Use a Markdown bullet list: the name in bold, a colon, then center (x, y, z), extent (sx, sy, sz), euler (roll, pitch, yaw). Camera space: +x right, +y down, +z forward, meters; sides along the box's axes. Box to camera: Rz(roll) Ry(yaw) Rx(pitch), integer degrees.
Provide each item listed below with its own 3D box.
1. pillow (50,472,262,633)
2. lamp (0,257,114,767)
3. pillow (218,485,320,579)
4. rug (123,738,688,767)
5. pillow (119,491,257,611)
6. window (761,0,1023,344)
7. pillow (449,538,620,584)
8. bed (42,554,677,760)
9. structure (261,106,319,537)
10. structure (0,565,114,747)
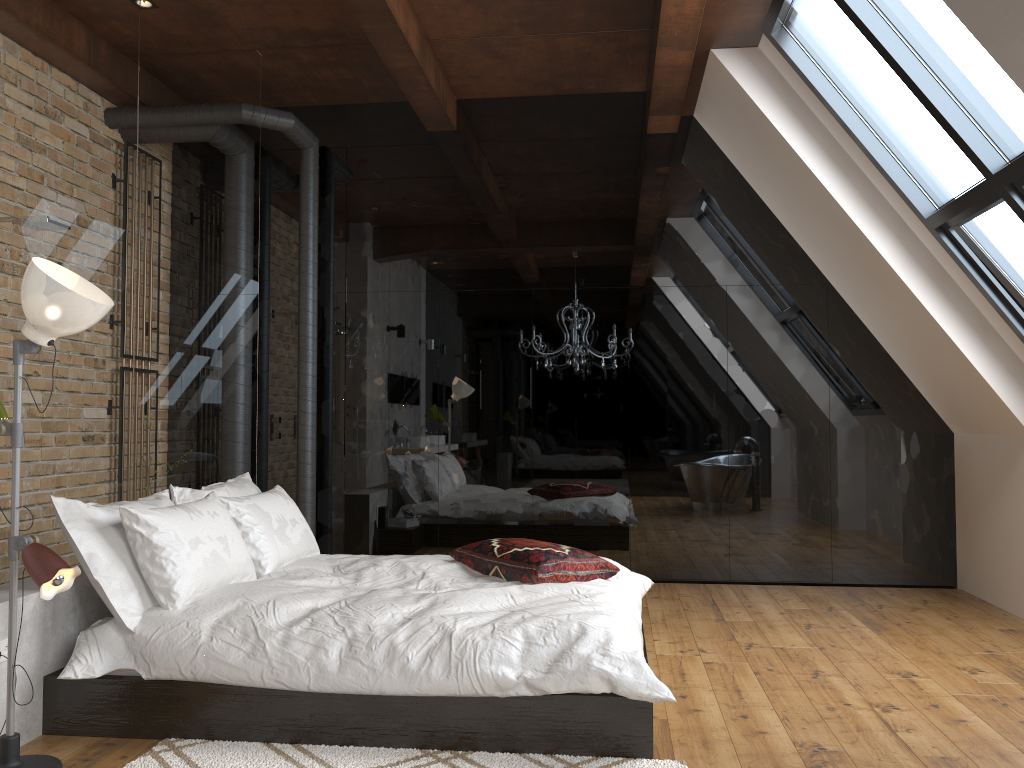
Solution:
- **pillow**: center (-1.387, 0.677, 3.940), extent (0.358, 0.517, 1.746), euler (0, -2, 6)
- **lamp**: center (-1.515, 0.402, 2.694), extent (0.561, 1.582, 0.270), euler (0, -2, 4)
- **pillow**: center (-1.179, 0.708, 4.304), extent (0.291, 0.385, 0.748), euler (0, -2, 6)
- **rug**: center (-0.493, 1.125, 1.338), extent (1.726, 0.019, 3.139), euler (0, -2, 7)
- **pillow**: center (-1.268, 0.652, 3.517), extent (0.276, 0.397, 0.744), euler (0, -2, 6)
- **window**: center (2.089, -0.979, 3.788), extent (1.702, 2.162, 1.713), euler (0, -2, 7)
- **pillow**: center (0.090, 0.801, 4.054), extent (0.453, 0.157, 0.748), euler (2, -3, -33)
- **bed**: center (-0.424, 1.026, 3.970), extent (2.169, 0.442, 2.300), euler (0, -2, 7)
- **structure**: center (-1.973, -0.235, 5.923), extent (1.189, 3.140, 0.829), euler (0, -2, 7)
- **structure**: center (-1.618, 1.002, 3.982), extent (0.206, 0.494, 2.820), euler (0, -2, 7)
